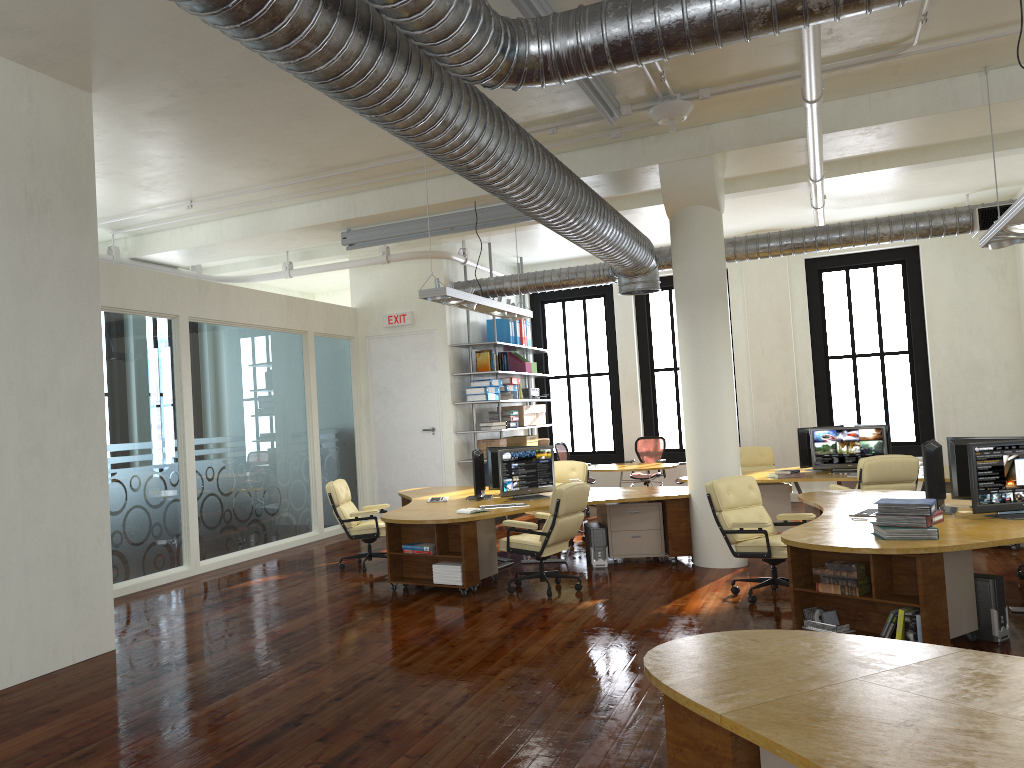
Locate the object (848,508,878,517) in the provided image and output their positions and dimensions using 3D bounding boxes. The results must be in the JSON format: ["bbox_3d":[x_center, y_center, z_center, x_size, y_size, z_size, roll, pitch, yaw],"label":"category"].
[{"bbox_3d":[2.850,1.013,7.012,0.252,0.016,0.429,-5,-2,38],"label":"object"}]

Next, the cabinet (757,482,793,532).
[{"bbox_3d":[2.878,1.534,11.046,0.894,0.709,0.882,-3,-2,-2],"label":"cabinet"}]

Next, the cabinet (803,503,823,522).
[{"bbox_3d":[3.359,1.416,8.143,0.875,0.709,0.902,-3,-2,-7],"label":"cabinet"}]

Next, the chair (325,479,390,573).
[{"bbox_3d":[-1.691,1.596,10.185,0.811,1.021,0.690,-4,-2,9],"label":"chair"}]

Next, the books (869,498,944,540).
[{"bbox_3d":[2.569,0.886,5.836,0.455,0.227,0.416,-5,-2,35],"label":"books"}]

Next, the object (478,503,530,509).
[{"bbox_3d":[-0.079,1.233,8.961,0.464,0.016,0.235,-3,-2,-8],"label":"object"}]

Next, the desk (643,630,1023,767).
[{"bbox_3d":[2.417,1.240,1.607,3.540,0.734,3.856,-3,-2,-1],"label":"desk"}]

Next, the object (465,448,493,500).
[{"bbox_3d":[-0.395,1.016,10.061,0.300,0.552,0.782,-4,-2,4],"label":"object"}]

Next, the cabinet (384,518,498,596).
[{"bbox_3d":[-0.648,1.654,8.834,0.968,0.709,0.809,-4,-2,31],"label":"cabinet"}]

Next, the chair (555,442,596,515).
[{"bbox_3d":[1.086,1.516,14.452,0.827,1.158,0.663,-5,-3,28],"label":"chair"}]

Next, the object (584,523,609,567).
[{"bbox_3d":[0.915,1.745,9.641,0.183,0.411,0.472,-3,-2,-1],"label":"object"}]

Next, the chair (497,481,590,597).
[{"bbox_3d":[0.300,1.431,8.362,0.855,1.021,0.650,-5,-3,33],"label":"chair"}]

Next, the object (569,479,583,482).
[{"bbox_3d":[0.746,1.178,10.366,0.132,0.131,0.116,-2,-2,-25],"label":"object"}]

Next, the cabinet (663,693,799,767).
[{"bbox_3d":[1.174,1.369,2.946,0.813,0.709,0.964,-2,-2,-31],"label":"cabinet"}]

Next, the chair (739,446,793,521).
[{"bbox_3d":[3.461,1.388,12.362,0.719,1.021,0.779,-3,-2,-2],"label":"chair"}]

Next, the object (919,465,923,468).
[{"bbox_3d":[5.109,1.018,10.995,0.233,0.016,0.468,-3,-2,0],"label":"object"}]

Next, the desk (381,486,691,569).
[{"bbox_3d":[-0.224,1.661,10.329,3.594,0.734,3.776,-2,-2,-28],"label":"desk"}]

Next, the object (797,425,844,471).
[{"bbox_3d":[3.977,0.822,11.380,0.752,0.552,0.312,-2,-3,-24],"label":"object"}]

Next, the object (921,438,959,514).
[{"bbox_3d":[3.282,0.718,6.943,0.319,0.552,0.733,-5,-3,32],"label":"object"}]

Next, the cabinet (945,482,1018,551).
[{"bbox_3d":[5.190,1.364,9.626,0.812,0.709,0.965,-2,-2,-32],"label":"cabinet"}]

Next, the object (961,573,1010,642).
[{"bbox_3d":[3.102,1.514,6.112,0.164,0.411,0.525,-2,-3,-38],"label":"object"}]

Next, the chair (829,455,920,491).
[{"bbox_3d":[3.965,1.276,9.711,0.707,1.021,0.792,-3,-2,-7],"label":"chair"}]

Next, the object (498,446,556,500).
[{"bbox_3d":[0.174,0.974,9.697,0.735,0.552,0.318,-2,-3,-35],"label":"object"}]

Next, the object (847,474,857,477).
[{"bbox_3d":[4.131,1.045,10.183,0.521,0.016,0.208,-4,-2,34],"label":"object"}]

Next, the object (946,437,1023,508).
[{"bbox_3d":[3.849,0.687,6.929,0.266,0.552,0.878,-2,-2,-34],"label":"object"}]

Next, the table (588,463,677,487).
[{"bbox_3d":[1.838,1.665,13.953,1.341,0.745,1.626,-2,-3,-41],"label":"table"}]

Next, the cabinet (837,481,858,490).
[{"bbox_3d":[4.916,1.458,12.096,0.964,0.709,0.812,-4,-2,29],"label":"cabinet"}]

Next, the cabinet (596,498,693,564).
[{"bbox_3d":[1.455,1.571,9.782,0.902,0.709,0.874,-3,-2,1],"label":"cabinet"}]

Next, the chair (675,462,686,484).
[{"bbox_3d":[-0.801,1.579,13.235,7.816,1.158,0.954,-3,-2,-3],"label":"chair"}]

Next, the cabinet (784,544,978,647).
[{"bbox_3d":[2.546,1.392,5.995,0.809,0.709,0.968,-2,-3,-37],"label":"cabinet"}]

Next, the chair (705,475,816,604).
[{"bbox_3d":[2.175,1.304,7.562,0.651,1.021,0.853,-2,-3,-37],"label":"chair"}]

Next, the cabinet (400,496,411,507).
[{"bbox_3d":[-0.809,1.741,11.292,0.816,0.709,0.961,-2,-2,-29],"label":"cabinet"}]

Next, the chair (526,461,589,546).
[{"bbox_3d":[0.573,1.511,11.336,0.785,1.021,0.707,-5,-3,33],"label":"chair"}]

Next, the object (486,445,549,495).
[{"bbox_3d":[0.078,0.998,10.287,0.886,0.552,0.264,-5,-3,35],"label":"object"}]

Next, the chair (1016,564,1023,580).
[{"bbox_3d":[4.772,1.167,7.644,0.771,1.021,0.727,-3,-2,-6],"label":"chair"}]

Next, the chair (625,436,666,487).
[{"bbox_3d":[2.276,1.460,14.716,0.793,1.158,0.690,-5,-3,32],"label":"chair"}]

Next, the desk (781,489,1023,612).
[{"bbox_3d":[3.559,1.354,7.101,3.852,0.734,3.543,-3,-2,-6],"label":"desk"}]

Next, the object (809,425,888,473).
[{"bbox_3d":[4.086,0.797,10.764,0.865,0.552,0.271,-4,-2,21],"label":"object"}]

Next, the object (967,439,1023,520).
[{"bbox_3d":[3.685,0.679,6.403,0.788,0.552,0.298,-3,-2,-8],"label":"object"}]

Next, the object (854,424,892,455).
[{"bbox_3d":[4.517,0.784,11.086,0.290,0.552,0.810,-3,-2,-6],"label":"object"}]

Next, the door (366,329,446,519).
[{"bbox_3d":[-1.662,0.708,13.922,1.340,3.031,0.088,-5,-3,26],"label":"door"}]

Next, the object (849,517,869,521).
[{"bbox_3d":[2.612,1.017,6.692,0.116,0.015,0.128,-3,-2,11],"label":"object"}]

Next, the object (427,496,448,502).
[{"bbox_3d":[-0.844,1.310,10.071,0.233,0.016,0.468,-3,-2,0],"label":"object"}]

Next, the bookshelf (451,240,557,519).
[{"bbox_3d":[-0.021,0.032,15.013,0.707,4.605,3.334,-4,-2,20],"label":"bookshelf"}]

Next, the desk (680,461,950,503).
[{"bbox_3d":[4.481,1.436,11.245,4.239,0.734,3.195,-4,-2,29],"label":"desk"}]
